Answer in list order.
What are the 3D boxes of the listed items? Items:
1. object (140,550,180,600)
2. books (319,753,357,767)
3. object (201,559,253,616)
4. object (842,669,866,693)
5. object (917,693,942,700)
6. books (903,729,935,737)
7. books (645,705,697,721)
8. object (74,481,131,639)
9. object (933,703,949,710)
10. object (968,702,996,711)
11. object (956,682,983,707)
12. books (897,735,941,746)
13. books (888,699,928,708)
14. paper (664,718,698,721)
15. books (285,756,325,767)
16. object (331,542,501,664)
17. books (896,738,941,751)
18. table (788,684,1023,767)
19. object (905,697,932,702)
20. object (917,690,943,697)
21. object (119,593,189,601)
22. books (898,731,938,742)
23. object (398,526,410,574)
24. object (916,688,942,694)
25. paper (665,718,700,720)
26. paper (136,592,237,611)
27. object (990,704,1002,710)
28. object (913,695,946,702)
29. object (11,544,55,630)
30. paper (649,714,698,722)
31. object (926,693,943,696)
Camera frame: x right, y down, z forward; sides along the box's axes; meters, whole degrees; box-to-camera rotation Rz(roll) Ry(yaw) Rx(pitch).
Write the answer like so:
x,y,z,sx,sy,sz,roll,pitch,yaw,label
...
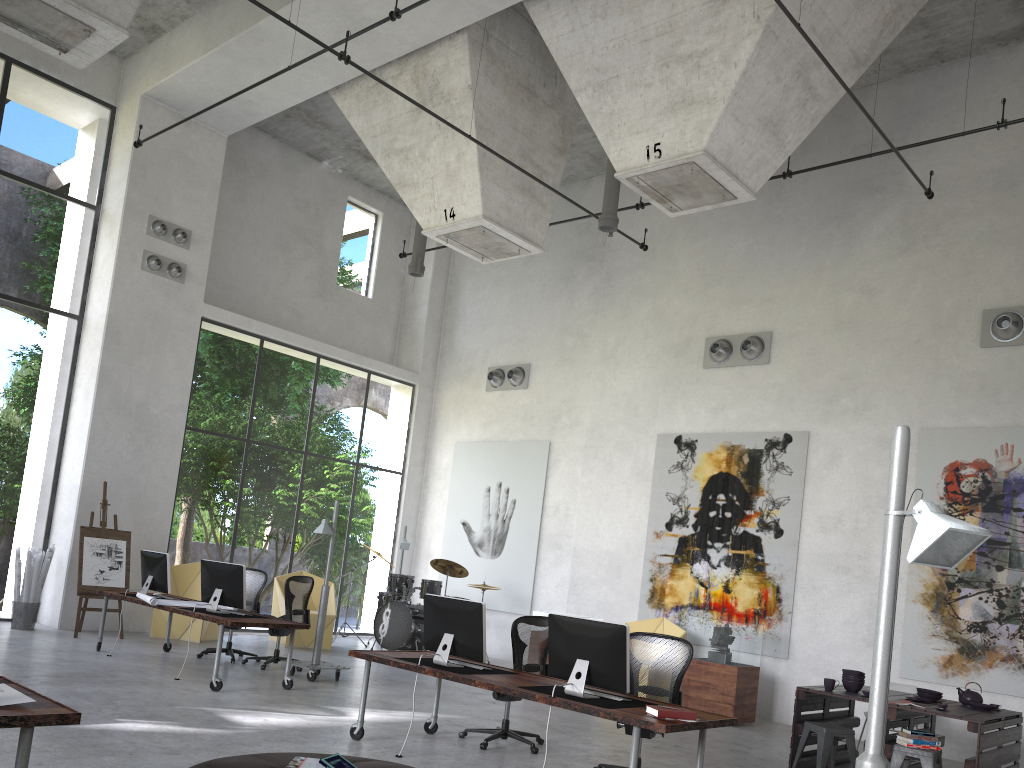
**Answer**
x,y,z,sx,sy,sz,roll,pitch,yaw,label
-4.289,2.332,10.726,0.714,0.546,0.383,-2,-11,44,object
-0.881,1.994,4.558,0.204,0.101,0.147,1,-11,27,books
-3.133,2.248,9.690,0.713,0.546,0.384,1,-9,34,object
3.256,2.832,8.382,0.193,0.211,0.217,-1,-11,43,object
3.982,2.989,8.383,0.229,0.046,0.233,6,-12,2,object
3.391,2.909,7.324,0.204,0.025,0.146,7,-12,-2,books
1.043,2.162,5.781,0.286,0.051,0.205,10,-12,-15,books
-5.657,2.403,12.104,0.683,2.118,0.704,2,-7,43,object
3.743,2.811,7.656,0.137,0.055,0.119,3,-11,18,object
4.328,2.974,8.086,0.228,0.046,0.234,3,-12,19,object
4.365,2.951,8.358,0.218,0.229,0.215,0,-10,40,object
3.384,2.969,7.318,0.286,0.033,0.200,10,-12,-16,books
3.503,2.825,7.788,0.303,0.030,0.227,5,-12,10,books
1.060,2.199,5.808,0.292,0.001,0.213,10,-12,-15,paper
-1.058,1.990,4.558,0.197,0.034,0.290,7,-12,-1,books
-1.504,3.633,14.667,2.961,1.721,1.919,2,-10,26,object
3.380,3.002,7.315,0.284,0.034,0.201,7,-12,-2,books
3.710,3.363,8.259,1.601,0.785,1.533,-3,-14,42,table
3.789,2.946,8.189,0.234,0.019,0.239,-2,-15,37,object
3.986,2.974,8.383,0.228,0.062,0.233,-2,-14,37,object
-4.319,2.610,10.706,0.849,0.008,0.700,-5,-16,43,object
3.383,2.937,7.323,0.254,0.032,0.178,6,-12,3,books
-2.080,3.666,16.097,0.582,2.127,0.601,8,-5,-12,object
3.983,2.951,8.390,0.228,0.057,0.233,-3,-15,41,object
1.068,2.199,5.814,0.294,0.001,0.212,14,-14,-30,paper
-3.805,2.533,10.278,1.091,0.103,0.979,16,-15,-37,paper
4.515,3.021,8.209,0.116,0.055,0.140,6,-11,3,object
3.982,3.010,8.383,0.294,0.024,0.302,2,-13,19,object
-6.533,2.742,11.908,0.439,1.195,0.419,5,-5,20,object
1.061,2.197,5.808,0.289,0.001,0.215,1,-13,24,paper
3.988,2.963,8.388,0.229,0.062,0.233,-2,-14,37,object
